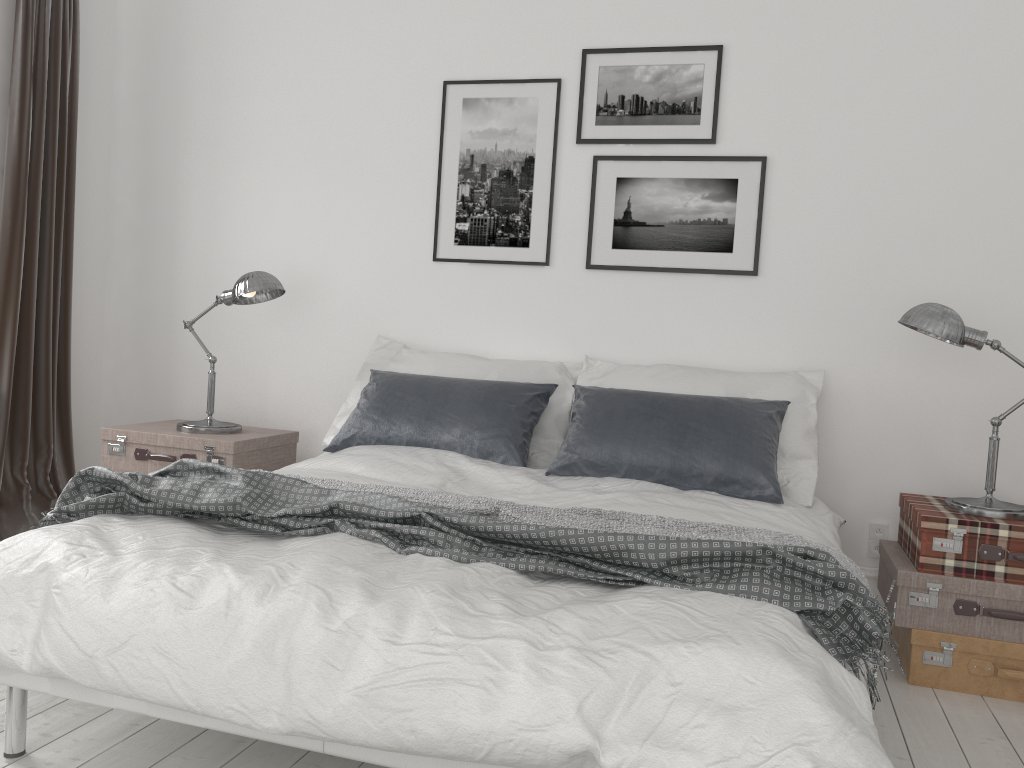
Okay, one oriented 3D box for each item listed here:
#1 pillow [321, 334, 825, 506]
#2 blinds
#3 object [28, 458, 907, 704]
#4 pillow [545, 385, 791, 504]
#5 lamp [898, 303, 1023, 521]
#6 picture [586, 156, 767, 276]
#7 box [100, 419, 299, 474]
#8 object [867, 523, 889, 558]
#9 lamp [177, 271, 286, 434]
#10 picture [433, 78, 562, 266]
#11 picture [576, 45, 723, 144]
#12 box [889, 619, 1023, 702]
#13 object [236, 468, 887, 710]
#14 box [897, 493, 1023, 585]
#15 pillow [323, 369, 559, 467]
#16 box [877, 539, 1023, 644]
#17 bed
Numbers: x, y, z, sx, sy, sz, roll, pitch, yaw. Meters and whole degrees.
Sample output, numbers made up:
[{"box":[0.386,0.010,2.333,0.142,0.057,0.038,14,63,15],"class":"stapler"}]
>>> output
[{"box":[0.227,0.113,3.593,1.965,0.529,0.465,4,3,16],"class":"pillow"},{"box":[-2.045,-0.649,3.985,0.327,2.680,0.779,4,3,11],"class":"blinds"},{"box":[-0.247,0.462,2.089,2.154,0.377,0.536,5,3,19],"class":"object"},{"box":[0.578,0.204,3.265,0.842,0.339,0.405,5,3,17],"class":"pillow"},{"box":[1.552,0.080,3.011,0.488,0.699,0.269,5,3,16],"class":"lamp"},{"box":[0.681,-0.714,3.736,0.720,0.486,0.015,5,3,16],"class":"picture"},{"box":[-1.360,0.292,3.878,0.647,0.185,0.537,5,3,16],"class":"box"},{"box":[1.466,0.628,3.549,0.070,0.140,0.009,5,3,16],"class":"object"},{"box":[-1.212,-0.139,3.820,0.488,0.699,0.269,5,3,16],"class":"lamp"},{"box":[-0.073,-0.943,3.950,0.545,0.810,0.015,5,3,16],"class":"picture"},{"box":[0.575,-1.219,3.751,0.592,0.403,0.015,5,3,16],"class":"picture"},{"box":[1.663,0.900,3.011,0.647,0.185,0.537,5,3,16],"class":"box"},{"box":[-0.169,0.553,2.457,2.236,0.500,0.521,5,3,19],"class":"object"},{"box":[1.688,0.533,2.996,0.647,0.185,0.537,5,3,16],"class":"box"},{"box":[-0.275,0.136,3.523,0.837,0.329,0.405,5,3,16],"class":"pillow"},{"box":[1.621,0.712,3.017,0.647,0.185,0.537,5,3,16],"class":"box"},{"box":[-0.075,0.431,2.710,2.217,0.926,2.473,5,3,17],"class":"bed"}]
